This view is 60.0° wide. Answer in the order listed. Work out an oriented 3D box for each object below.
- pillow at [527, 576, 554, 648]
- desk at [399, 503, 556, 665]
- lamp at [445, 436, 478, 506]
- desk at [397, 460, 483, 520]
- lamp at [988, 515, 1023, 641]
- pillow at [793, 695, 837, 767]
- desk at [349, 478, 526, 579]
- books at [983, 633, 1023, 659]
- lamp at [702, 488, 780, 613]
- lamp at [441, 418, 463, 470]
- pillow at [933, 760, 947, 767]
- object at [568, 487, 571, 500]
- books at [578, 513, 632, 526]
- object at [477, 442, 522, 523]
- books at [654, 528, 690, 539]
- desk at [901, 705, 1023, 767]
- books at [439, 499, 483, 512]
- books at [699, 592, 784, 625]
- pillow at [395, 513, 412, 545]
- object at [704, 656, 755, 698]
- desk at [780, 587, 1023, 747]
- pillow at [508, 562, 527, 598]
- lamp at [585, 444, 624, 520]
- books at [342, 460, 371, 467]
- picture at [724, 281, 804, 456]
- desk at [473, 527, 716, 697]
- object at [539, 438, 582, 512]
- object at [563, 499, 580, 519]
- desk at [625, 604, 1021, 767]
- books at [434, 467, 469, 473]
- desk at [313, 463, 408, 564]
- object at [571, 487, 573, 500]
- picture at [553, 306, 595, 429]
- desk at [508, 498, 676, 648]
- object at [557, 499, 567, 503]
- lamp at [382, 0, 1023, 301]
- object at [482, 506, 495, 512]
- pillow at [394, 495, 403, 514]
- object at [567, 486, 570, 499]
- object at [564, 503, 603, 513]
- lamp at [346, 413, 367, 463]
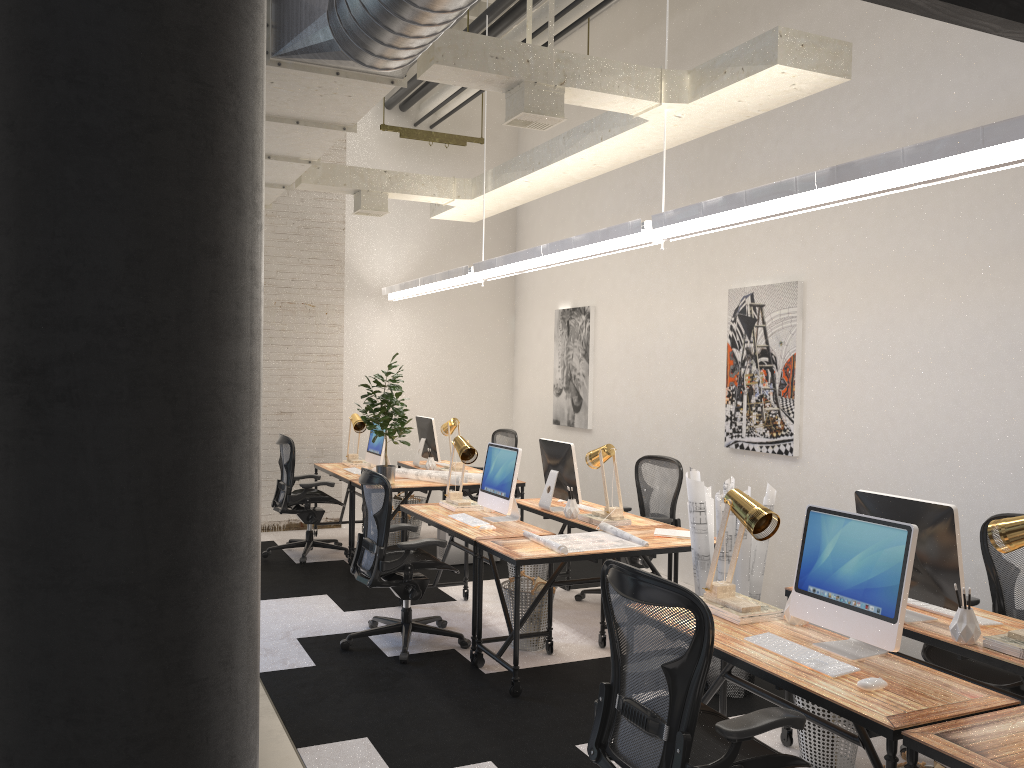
[{"bbox_3d":[0.174,1.407,5.480,0.119,0.407,0.239,0,2,-24],"label":"pillow"},{"bbox_3d":[-0.272,1.235,5.782,0.529,0.725,1.400,0,1,-25],"label":"desk"},{"bbox_3d":[-0.351,0.596,6.130,0.127,0.470,0.344,0,2,-25],"label":"lamp"},{"bbox_3d":[-0.652,1.169,8.553,0.529,0.725,1.400,0,1,-25],"label":"desk"},{"bbox_3d":[1.861,0.677,3.140,0.127,0.470,0.344,0,2,-25],"label":"lamp"},{"bbox_3d":[1.307,1.450,3.835,0.119,0.407,0.239,0,2,-24],"label":"pillow"},{"bbox_3d":[-0.623,1.184,7.499,1.401,0.725,0.529,1,1,-25],"label":"desk"},{"bbox_3d":[1.853,0.928,3.090,0.225,0.038,0.308,1,1,-25],"label":"books"},{"bbox_3d":[0.908,0.654,3.522,0.126,0.470,0.344,0,2,-25],"label":"lamp"},{"bbox_3d":[-0.549,0.543,8.169,0.126,0.470,0.344,0,2,-25],"label":"lamp"},{"bbox_3d":[1.434,1.465,2.873,0.119,0.407,0.239,0,2,-24],"label":"pillow"},{"bbox_3d":[0.388,0.780,5.828,0.054,0.207,0.008,0,2,-38],"label":"object"},{"bbox_3d":[0.593,0.870,5.698,0.225,0.038,0.308,1,1,-25],"label":"books"},{"bbox_3d":[-0.060,0.636,5.709,0.189,0.485,0.483,0,1,-25],"label":"object"},{"bbox_3d":[0.976,0.894,5.301,0.243,0.019,0.205,1,1,12],"label":"books"},{"bbox_3d":[1.788,1.318,2.471,1.401,0.725,0.529,1,1,-25],"label":"desk"},{"bbox_3d":[-0.352,0.846,6.194,0.225,0.038,0.308,1,1,-25],"label":"books"},{"bbox_3d":[0.908,0.904,3.587,0.225,0.038,0.308,1,1,-25],"label":"books"},{"bbox_3d":[-0.977,1.331,7.901,0.119,0.407,0.239,0,2,-24],"label":"pillow"},{"bbox_3d":[1.155,1.451,4.750,0.353,0.398,0.353,2,1,20],"label":"object"},{"bbox_3d":[1.759,1.303,3.525,0.529,0.725,1.400,0,1,-25],"label":"desk"},{"bbox_3d":[0.046,1.391,6.443,0.119,0.407,0.239,0,2,-24],"label":"pillow"},{"bbox_3d":[0.601,0.618,5.748,0.127,0.470,0.344,0,2,-25],"label":"lamp"},{"bbox_3d":[-1.503,0.770,8.615,0.225,0.038,0.308,1,1,-25],"label":"books"},{"bbox_3d":[1.780,-0.109,6.319,0.049,1.184,0.731,0,2,-25],"label":"picture"},{"bbox_3d":[0.528,1.259,5.079,1.401,0.725,0.529,1,1,-25],"label":"desk"},{"bbox_3d":[0.309,0.636,6.169,0.189,0.485,0.483,0,1,-25],"label":"object"},{"bbox_3d":[0.393,0.822,5.843,0.101,0.127,0.101,2,1,20],"label":"object"},{"bbox_3d":[0.988,1.293,3.174,0.529,0.725,1.400,0,1,-25],"label":"desk"},{"bbox_3d":[-0.558,0.794,8.118,0.225,0.038,0.308,1,1,-25],"label":"books"},{"bbox_3d":[-1.423,1.159,8.202,0.529,0.725,1.400,0,1,-25],"label":"desk"},{"bbox_3d":[0.401,0.780,5.829,0.008,0.207,0.054,2,2,30],"label":"object"},{"bbox_3d":[0.607,-0.164,8.843,0.049,1.184,0.731,0,2,-25],"label":"picture"},{"bbox_3d":[0.499,1.244,6.132,0.529,0.725,1.400,0,1,-25],"label":"desk"},{"bbox_3d":[0.385,0.859,6.547,0.106,0.029,0.059,1,1,-24],"label":"object"},{"bbox_3d":[0.313,-2.175,5.848,0.226,2.865,7.299,0,1,-25],"label":"lamp"},{"bbox_3d":[-0.151,0.809,6.046,0.101,0.127,0.101,2,1,20],"label":"object"},{"bbox_3d":[-1.105,1.316,8.863,0.119,0.407,0.239,0,2,-24],"label":"pillow"},{"bbox_3d":[0.382,0.779,5.851,0.008,0.207,0.054,0,2,-42],"label":"object"},{"bbox_3d":[0.517,0.872,6.247,0.118,0.018,0.438,1,1,-25],"label":"object"},{"bbox_3d":[-1.503,0.520,8.550,0.126,0.470,0.344,0,2,-25],"label":"lamp"}]
